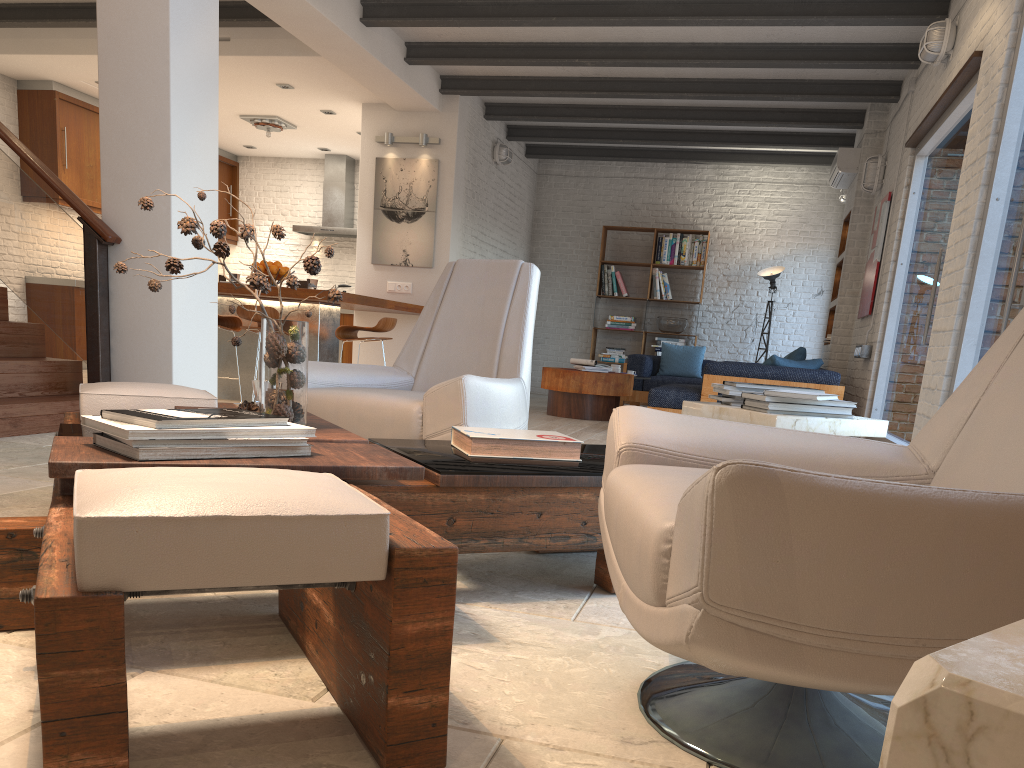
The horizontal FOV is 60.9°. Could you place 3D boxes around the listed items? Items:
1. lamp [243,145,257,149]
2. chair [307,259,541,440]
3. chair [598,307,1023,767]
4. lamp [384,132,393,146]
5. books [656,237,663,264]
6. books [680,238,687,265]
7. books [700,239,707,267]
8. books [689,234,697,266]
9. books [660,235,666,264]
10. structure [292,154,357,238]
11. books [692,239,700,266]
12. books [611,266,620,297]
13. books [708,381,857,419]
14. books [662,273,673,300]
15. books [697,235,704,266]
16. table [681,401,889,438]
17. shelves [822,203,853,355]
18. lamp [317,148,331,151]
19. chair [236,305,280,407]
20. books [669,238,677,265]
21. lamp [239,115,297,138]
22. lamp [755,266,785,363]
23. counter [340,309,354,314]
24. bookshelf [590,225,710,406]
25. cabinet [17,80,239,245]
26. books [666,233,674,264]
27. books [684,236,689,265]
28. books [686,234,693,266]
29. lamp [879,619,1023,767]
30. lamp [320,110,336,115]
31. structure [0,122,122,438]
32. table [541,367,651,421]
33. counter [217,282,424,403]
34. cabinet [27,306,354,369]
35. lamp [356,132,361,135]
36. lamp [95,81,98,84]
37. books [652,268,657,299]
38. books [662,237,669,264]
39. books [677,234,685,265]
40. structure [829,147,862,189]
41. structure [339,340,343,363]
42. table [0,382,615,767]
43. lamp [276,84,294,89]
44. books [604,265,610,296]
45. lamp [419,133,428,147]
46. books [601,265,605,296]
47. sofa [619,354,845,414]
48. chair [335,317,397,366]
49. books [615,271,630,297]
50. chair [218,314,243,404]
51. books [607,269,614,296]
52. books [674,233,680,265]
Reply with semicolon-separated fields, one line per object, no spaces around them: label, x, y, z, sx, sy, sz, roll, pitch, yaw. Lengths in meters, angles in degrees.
lamp;-3.343;-3.040;11.117;0.123;0.057;0.121;6;5;14
chair;-0.332;-0.035;3.572;1.013;1.046;0.957;9;9;30
chair;0.697;0.147;1.549;0.984;1.028;0.997;4;8;-2
lamp;-1.195;-2.377;8.462;0.078;0.107;0.079;13;12;41
books;1.882;-1.677;11.075;0.055;0.339;0.248;8;10;14
books;2.167;-1.649;10.983;0.055;0.339;0.248;8;10;14
books;2.414;-1.628;10.956;0.055;0.339;0.248;8;10;14
books;2.274;-1.668;10.967;0.036;0.395;0.237;8;10;14
books;1.920;-1.688;11.062;0.020;0.370;0.265;8;10;14
structure;-2.284;-2.443;11.329;0.981;1.023;0.445;7;11;13
books;2.315;-1.636;10.958;0.055;0.339;0.248;8;10;14
books;1.336;-1.321;11.272;0.120;0.392;0.237;8;10;14
books;0.936;0.053;2.989;0.389;0.081;0.554;5;3;-2
books;1.988;-1.233;11.123;0.157;0.339;0.248;7;10;14
books;2.365;-1.659;10.946;0.036;0.395;0.237;8;10;14
table;0.927;0.345;3.110;0.495;0.519;0.480;1;9;-26
shelves;3.348;-1.001;8.721;0.191;1.469;0.748;8;11;14
lamp;-2.343;-2.946;10.882;0.123;0.057;0.121;6;5;14
chair;-1.874;-0.194;6.666;0.403;0.798;0.411;7;11;14
books;2.047;-1.662;11.036;0.055;0.339;0.248;8;10;14
lamp;-2.689;-2.815;9.631;0.448;0.175;0.441;6;4;14
lamp;3.213;-0.502;10.594;0.507;1.900;0.838;2;11;-13
counter;-3.006;-0.974;10.364;3.505;0.072;3.266;5;3;14
bookshelf;1.738;-0.839;11.252;1.311;2.268;0.354;7;13;13
cabinet;-4.375;-2.483;10.401;0.459;1.192;3.274;8;4;14
books;2.000;-1.693;11.027;0.036;0.395;0.237;8;10;14
books;2.209;-1.660;10.985;0.020;0.370;0.265;8;10;14
books;2.242;-1.671;10.988;0.036;0.395;0.237;8;10;14
lamp;-0.199;-0.586;0.917;0.317;2.419;1.981;-6;13;-39
lamp;-1.893;-2.819;8.984;0.123;0.057;0.121;6;5;14
structure;-2.384;-1.907;5.296;10.104;4.255;13.575;6;4;14
table;0.799;0.083;9.009;1.068;0.459;1.798;6;4;20
counter;-1.819;-0.322;7.844;1.677;0.945;2.446;6;4;14
cabinet;-3.138;-1.540;10.653;4.788;2.917;2.198;3;9;-21
lamp;-1.670;-2.840;9.828;0.123;0.057;0.121;6;5;14
lamp;-4.013;-2.976;8.585;0.123;0.057;0.121;6;5;14
books;1.839;-1.274;11.172;0.101;0.395;0.237;8;10;14
books;1.952;-1.670;11.040;0.055;0.339;0.248;8;10;14
books;2.128;-1.682;11.001;0.036;0.395;0.237;8;10;14
structure;3.245;-2.100;8.529;0.199;0.225;0.798;7;4;14
structure;-2.480;-0.474;11.636;0.666;0.594;0.488;6;9;14
table;-0.343;0.311;2.360;1.972;0.441;2.148;3;3;-25
lamp;-2.116;-2.797;8.138;0.123;0.057;0.121;6;5;14
books;1.236;-1.333;11.307;0.091;0.396;0.237;8;10;14
lamp;-0.852;-2.345;8.382;0.078;0.107;0.079;13;12;41
books;1.198;-1.336;11.308;0.091;0.396;0.237;8;10;14
sofa;2.024;0.081;8.824;2.069;0.678;3.870;6;3;14
chair;-1.153;-0.151;7.038;0.420;0.798;0.393;7;11;14
books;1.428;-1.283;11.280;0.194;0.328;0.248;7;9;14
chair;-2.393;-0.243;6.788;0.403;0.798;0.411;7;11;14
books;1.288;-1.304;11.319;0.102;0.344;0.248;8;10;14
books;2.090;-1.685;11.000;0.036;0.395;0.237;8;10;14
